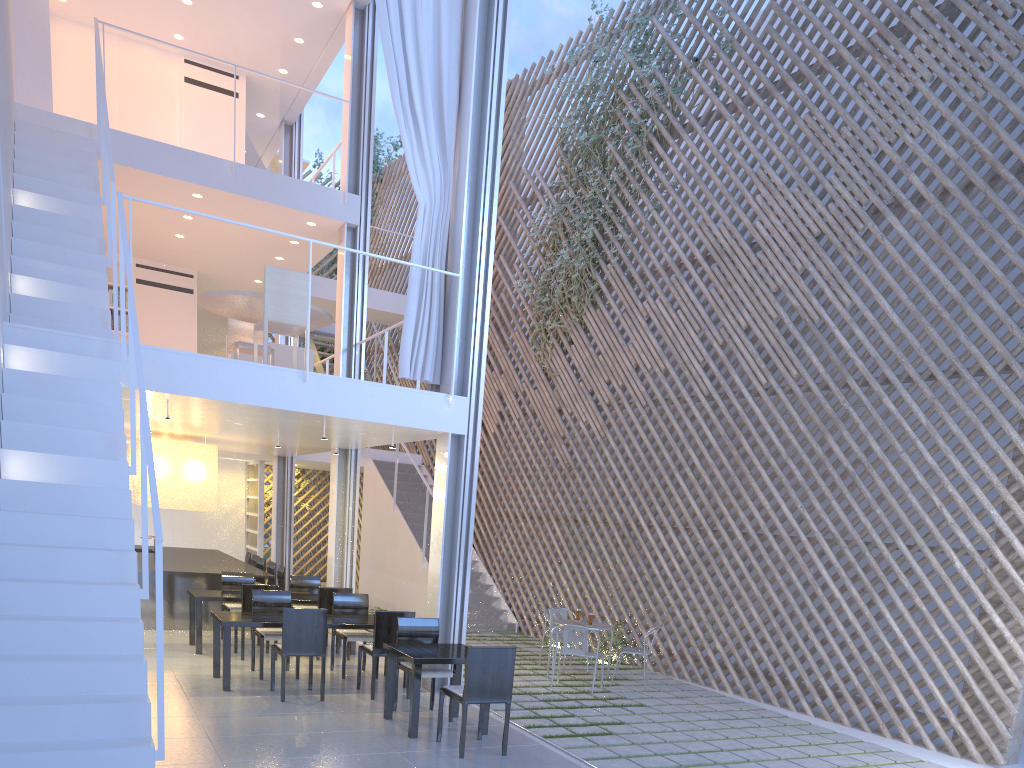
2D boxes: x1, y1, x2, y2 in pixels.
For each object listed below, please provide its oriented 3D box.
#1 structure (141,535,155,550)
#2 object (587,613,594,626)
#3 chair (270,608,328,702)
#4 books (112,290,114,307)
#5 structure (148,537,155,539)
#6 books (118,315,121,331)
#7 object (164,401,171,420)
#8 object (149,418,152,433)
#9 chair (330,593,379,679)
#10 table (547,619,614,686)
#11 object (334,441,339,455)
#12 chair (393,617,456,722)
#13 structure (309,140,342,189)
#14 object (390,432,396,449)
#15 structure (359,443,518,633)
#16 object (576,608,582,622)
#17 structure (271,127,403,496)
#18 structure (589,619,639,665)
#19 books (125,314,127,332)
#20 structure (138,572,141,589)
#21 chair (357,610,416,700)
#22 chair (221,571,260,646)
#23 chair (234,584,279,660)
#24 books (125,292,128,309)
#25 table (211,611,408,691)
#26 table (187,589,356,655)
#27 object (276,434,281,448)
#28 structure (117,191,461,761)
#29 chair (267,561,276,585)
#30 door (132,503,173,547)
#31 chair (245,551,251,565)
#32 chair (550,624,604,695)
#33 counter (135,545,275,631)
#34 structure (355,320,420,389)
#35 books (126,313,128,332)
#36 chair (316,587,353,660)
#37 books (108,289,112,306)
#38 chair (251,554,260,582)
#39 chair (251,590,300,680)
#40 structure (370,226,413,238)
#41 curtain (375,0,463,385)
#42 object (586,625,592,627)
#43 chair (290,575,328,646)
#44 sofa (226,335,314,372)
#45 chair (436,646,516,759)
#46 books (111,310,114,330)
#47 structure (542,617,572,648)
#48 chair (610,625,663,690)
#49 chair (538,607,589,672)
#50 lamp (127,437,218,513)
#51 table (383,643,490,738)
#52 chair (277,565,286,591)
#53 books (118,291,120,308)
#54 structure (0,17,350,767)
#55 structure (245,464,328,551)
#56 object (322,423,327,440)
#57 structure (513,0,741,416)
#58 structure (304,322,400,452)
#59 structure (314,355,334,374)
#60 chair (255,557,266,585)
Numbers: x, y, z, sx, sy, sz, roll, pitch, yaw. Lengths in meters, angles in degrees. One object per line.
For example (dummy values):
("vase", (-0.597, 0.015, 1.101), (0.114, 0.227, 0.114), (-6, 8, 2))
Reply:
("structure", (-3.018, 1.315, 6.826), (0.113, 0.128, 0.032), (4, 10, -27))
("object", (0.441, 1.324, 4.626), (0.031, 0.079, 0.030), (8, 10, 17))
("chair", (-0.964, 1.205, 3.709), (0.192, 0.454, 0.226), (0, 9, -27))
("books", (-2.591, -0.103, 4.867), (0.029, 1.639, 3.514), (1, -4, -18))
("structure", (-2.863, 1.280, 6.535), (0.113, 0.128, 0.032), (4, 10, -27))
("books", (-3.043, -0.462, 6.372), (0.018, 0.125, 0.081), (-2, 8, -28))
("object", (-1.475, 0.114, 3.525), (0.029, 0.082, 0.027), (2, 10, -16))
("object", (-1.932, 0.217, 4.379), (0.029, 0.082, 0.027), (2, 10, -16))
("chair", (-0.818, 1.318, 4.302), (0.192, 0.454, 0.226), (0, 9, -27))
("table", (0.396, 1.546, 4.755), (0.343, 0.344, 0.345), (6, 2, 25))
("object", (-1.036, 0.375, 4.850), (0.029, 0.082, 0.027), (2, 10, -16))
("chair", (-0.372, 1.227, 3.530), (0.192, 0.454, 0.226), (0, 9, -27))
("structure", (-1.363, -1.265, 5.884), (0.028, 0.567, 1.665), (-2, -3, -28))
("object", (-1.769, 0.617, 4.431), (1.691, 0.838, 1.801), (8, -6, -30))
("structure", (-0.917, 0.978, 6.794), (1.184, 2.027, 1.897), (0, 4, -34))
("object", (0.388, 1.350, 4.809), (0.031, 0.079, 0.030), (8, 10, 17))
("structure", (-2.227, -0.336, 9.647), (1.112, 4.683, 3.172), (-2, 8, -30))
("structure", (0.681, 1.707, 5.451), (0.296, 0.334, 0.306), (2, 3, -42))
("books", (-3.001, -0.465, 6.389), (0.010, 0.146, 0.085), (-2, 9, -28))
("structure", (-2.555, 1.306, 4.988), (0.562, 0.382, 0.011), (6, 10, -27))
("chair", (-0.602, 1.269, 3.899), (0.192, 0.454, 0.226), (0, 9, -27))
("chair", (-1.633, 1.356, 4.957), (0.192, 0.454, 0.226), (0, 9, -27))
("chair", (-1.418, 1.307, 4.555), (0.192, 0.454, 0.226), (0, 9, -27))
("books", (-2.564, -0.068, 4.885), (0.037, 1.698, 3.546), (1, -4, -16))
("table", (-0.964, 1.304, 4.022), (0.926, 0.339, 0.340), (9, -1, -27))
("table", (-1.394, 1.401, 4.825), (0.926, 0.339, 0.340), (9, -1, -27))
("object", (-1.333, 0.323, 4.694), (0.029, 0.082, 0.027), (2, 10, -16))
("structure", (-0.580, 0.254, 2.880), (1.373, 1.850, 1.386), (2, 5, -27))
("chair", (-1.897, 1.525, 6.107), (0.240, 0.454, 0.180), (1, 10, -29))
("door", (-2.989, 0.986, 5.807), (0.482, 1.194, 5.422), (2, -7, -16))
("chair", (-2.354, 1.632, 6.984), (0.241, 0.455, 0.180), (1, 10, -25))
("chair", (0.354, 1.466, 4.424), (0.259, 0.393, 0.240), (7, 6, 17))
("counter", (-2.523, 1.536, 6.381), (0.824, 0.380, 2.466), (8, -9, -27))
("structure", (-0.625, -0.059, 4.597), (0.028, 0.567, 1.663), (-2, -3, -28))
("books", (-2.992, -0.465, 6.395), (0.011, 0.150, 0.082), (-2, 9, -28))
("chair", (-1.055, 1.371, 4.745), (0.192, 0.454, 0.226), (0, 9, -27))
("books", (-2.588, -0.085, 4.864), (0.034, 1.672, 3.525), (0, -4, -19))
("chair", (-2.202, 1.597, 6.692), (0.240, 0.454, 0.180), (1, 10, -30))
("chair", (-1.180, 1.254, 4.112), (0.192, 0.454, 0.226), (0, 9, -27))
("structure", (-1.252, -1.057, 7.047), (1.152, 0.586, 0.025), (8, 9, -27))
("curtain", (-0.454, -1.257, 3.451), (0.513, 2.509, 0.091), (-2, 13, -29))
("object", (-0.831, 0.947, 3.998), (2.898, 0.414, 0.035), (9, 9, -24))
("chair", (-1.271, 1.420, 5.148), (0.192, 0.454, 0.226), (0, 9, -27))
("sofa", (-1.625, -0.002, 5.199), (0.504, 0.376, 0.963), (6, -6, -28))
("chair", (-0.141, 1.175, 3.097), (0.192, 0.454, 0.226), (0, 9, -27))
("books", (-3.083, -0.485, 6.348), (0.011, 0.159, 0.078), (-2, 10, -28))
("structure", (0.363, 1.806, 6.006), (0.268, 0.269, 0.254), (4, 2, -20))
("chair", (0.716, 1.545, 4.706), (0.247, 0.393, 0.253), (6, 6, 12))
("chair", (0.315, 1.568, 5.052), (0.264, 0.393, 0.236), (2, 7, -27))
("lamp", (-2.596, 0.692, 6.130), (0.451, 0.432, 2.258), (4, -7, -28))
("table", (-0.310, 1.256, 3.391), (0.362, 0.342, 0.340), (4, 1, -28))
("chair", (-1.745, 1.490, 5.815), (0.241, 0.455, 0.180), (1, 10, -26))
("books", (-2.579, -0.082, 4.866), (0.037, 1.674, 3.553), (1, -4, -17))
("structure", (-1.032, -0.307, 3.299), (1.733, 3.419, 3.542), (1, 3, -28))
("structure", (-2.441, 1.199, 9.034), (1.148, 2.070, 0.274), (1, 12, -26))
("object", (-0.875, 0.220, 3.841), (0.029, 0.082, 0.027), (2, 10, -16))
("structure", (0.698, -1.160, 5.476), (0.735, 2.819, 2.277), (-3, 8, -37))
("structure", (-1.616, -0.236, 8.242), (0.533, 1.953, 1.207), (-2, 9, -34))
("structure", (-1.475, 0.132, 6.183), (0.028, 0.567, 1.665), (-2, -3, -28))
("chair", (-2.062, 1.559, 6.393), (0.240, 0.454, 0.181), (0, 10, -32))
